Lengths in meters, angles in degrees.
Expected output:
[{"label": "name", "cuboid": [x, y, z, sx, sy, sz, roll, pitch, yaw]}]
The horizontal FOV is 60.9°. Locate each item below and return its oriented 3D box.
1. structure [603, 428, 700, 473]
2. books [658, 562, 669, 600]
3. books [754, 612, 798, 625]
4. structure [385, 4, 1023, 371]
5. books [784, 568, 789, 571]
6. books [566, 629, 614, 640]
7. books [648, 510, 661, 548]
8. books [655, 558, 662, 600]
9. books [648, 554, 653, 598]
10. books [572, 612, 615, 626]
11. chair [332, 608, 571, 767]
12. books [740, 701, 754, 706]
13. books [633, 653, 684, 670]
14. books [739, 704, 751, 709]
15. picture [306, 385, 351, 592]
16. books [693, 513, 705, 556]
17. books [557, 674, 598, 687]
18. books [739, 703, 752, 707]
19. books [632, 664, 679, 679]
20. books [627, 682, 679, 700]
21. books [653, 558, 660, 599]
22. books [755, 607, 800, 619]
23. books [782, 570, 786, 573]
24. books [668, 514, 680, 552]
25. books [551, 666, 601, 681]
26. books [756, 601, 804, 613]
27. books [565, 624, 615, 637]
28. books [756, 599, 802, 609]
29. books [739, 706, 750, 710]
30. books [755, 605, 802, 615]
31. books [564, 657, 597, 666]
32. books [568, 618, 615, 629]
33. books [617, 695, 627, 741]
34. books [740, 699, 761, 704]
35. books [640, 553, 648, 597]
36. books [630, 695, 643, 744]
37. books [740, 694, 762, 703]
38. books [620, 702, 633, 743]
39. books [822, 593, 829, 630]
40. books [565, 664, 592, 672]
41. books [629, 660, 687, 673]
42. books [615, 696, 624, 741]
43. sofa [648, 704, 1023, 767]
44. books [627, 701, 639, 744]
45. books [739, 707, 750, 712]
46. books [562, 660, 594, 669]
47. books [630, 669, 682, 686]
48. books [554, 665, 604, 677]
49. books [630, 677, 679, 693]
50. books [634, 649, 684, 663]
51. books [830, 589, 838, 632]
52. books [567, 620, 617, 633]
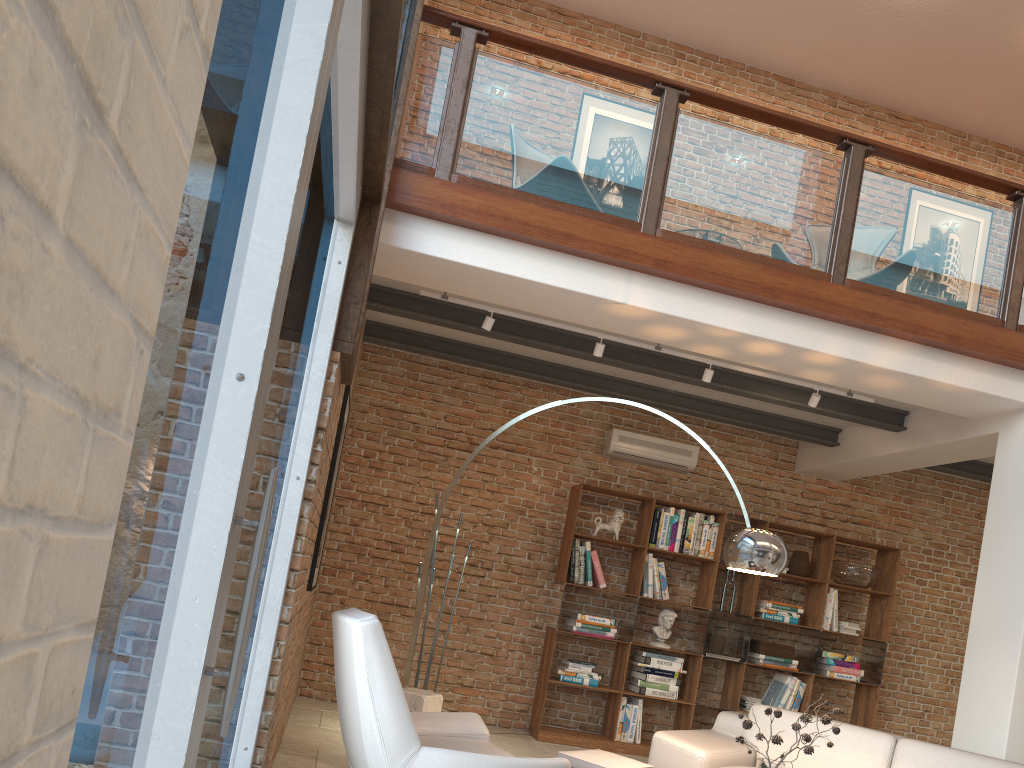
[{"label": "structure", "cuboid": [1.241, 0.597, 7.771, 0.818, 0.215, 0.203, 13, -8, -10]}, {"label": "books", "cuboid": [1.285, 1.724, 7.638, 0.159, 0.322, 0.258, 11, -7, -9]}, {"label": "books", "cuboid": [2.368, 2.105, 7.838, 0.326, 0.054, 0.261, 10, -13, 0]}, {"label": "structure", "cuboid": [4.581, 0.274, 1.451, 10.219, 4.045, 14.120, 12, -12, -9]}, {"label": "books", "cuboid": [2.321, 1.636, 7.791, 0.239, 0.018, 0.173, 14, -14, -17]}, {"label": "books", "cuboid": [0.666, 2.154, 7.513, 0.358, 0.020, 0.277, 12, -13, -10]}, {"label": "books", "cuboid": [1.212, 1.280, 7.647, 0.056, 0.323, 0.258, 11, -7, -9]}, {"label": "books", "cuboid": [1.237, 1.708, 7.644, 0.125, 0.341, 0.276, 11, -7, -9]}, {"label": "books", "cuboid": [1.171, 1.672, 7.613, 0.104, 0.376, 0.247, 11, -6, -9]}, {"label": "books", "cuboid": [0.696, 2.028, 7.525, 0.328, 0.054, 0.260, 12, -13, -7]}, {"label": "chair", "cuboid": [-0.372, 1.557, 3.877, 1.000, 0.977, 1.032, 14, -9, -25]}, {"label": "books", "cuboid": [2.115, 2.857, 7.805, 0.173, 0.018, 0.240, 14, -14, -16]}, {"label": "books", "cuboid": [1.278, 2.432, 7.636, 0.384, 0.063, 0.248, 14, -13, -15]}, {"label": "books", "cuboid": [2.093, 2.876, 7.790, 0.164, 0.017, 0.256, 13, -13, -14]}, {"label": "picture", "cuboid": [-1.109, 0.663, 5.312, 0.028, 1.171, 0.926, 11, -7, -9]}, {"label": "books", "cuboid": [1.612, 1.340, 7.713, 0.037, 0.376, 0.247, 11, -6, -9]}, {"label": "books", "cuboid": [0.564, 2.535, 7.484, 0.326, 0.054, 0.261, 10, -13, 0]}, {"label": "books", "cuboid": [2.108, 2.868, 7.796, 0.157, 0.008, 0.246, 13, -13, -14]}, {"label": "books", "cuboid": [1.246, 2.499, 7.597, 0.330, 0.054, 0.259, 14, -13, -15]}, {"label": "books", "cuboid": [1.229, 2.679, 7.600, 0.384, 0.063, 0.248, 14, -13, -15]}, {"label": "books", "cuboid": [1.218, 1.701, 7.631, 0.125, 0.341, 0.276, 11, -7, -9]}, {"label": "books", "cuboid": [2.355, 2.058, 7.845, 0.382, 0.036, 0.249, 12, -13, -10]}, {"label": "books", "cuboid": [2.323, 1.662, 7.784, 0.207, 0.033, 0.135, 12, -13, -10]}, {"label": "books", "cuboid": [1.378, 1.318, 7.679, 0.056, 0.323, 0.258, 11, -7, -9]}, {"label": "books", "cuboid": [0.550, 2.488, 7.491, 0.382, 0.036, 0.249, 12, -13, -10]}, {"label": "books", "cuboid": [2.384, 2.005, 7.833, 0.384, 0.036, 0.248, 14, -13, -16]}, {"label": "books", "cuboid": [0.663, 2.123, 7.506, 0.383, 0.036, 0.248, 14, -13, -14]}, {"label": "books", "cuboid": [2.384, 1.981, 7.854, 0.358, 0.020, 0.277, 13, -13, -11]}, {"label": "books", "cuboid": [2.103, 2.892, 7.795, 0.157, 0.008, 0.246, 13, -13, -14]}, {"label": "books", "cuboid": [2.377, 2.033, 7.840, 0.384, 0.018, 0.247, 14, -14, -17]}, {"label": "books", "cuboid": [0.586, 2.389, 7.499, 0.254, 0.017, 0.165, 12, -13, -10]}, {"label": "books", "cuboid": [0.681, 2.064, 7.524, 0.358, 0.020, 0.277, 13, -13, -11]}, {"label": "books", "cuboid": [0.915, 2.885, 7.561, 0.037, 0.376, 0.247, 11, -6, -9]}, {"label": "books", "cuboid": [2.101, 2.834, 7.792, 0.163, 0.017, 0.257, 12, -13, -9]}, {"label": "books", "cuboid": [1.130, 1.667, 7.629, 0.102, 0.376, 0.247, 11, -6, -9]}, {"label": "books", "cuboid": [1.074, 2.920, 7.599, 0.080, 0.377, 0.247, 11, -6, -9]}, {"label": "books", "cuboid": [2.117, 2.813, 7.800, 0.134, 0.033, 0.209, 13, -13, -14]}, {"label": "books", "cuboid": [0.957, 2.919, 7.560, 0.058, 0.323, 0.258, 11, -7, -9]}, {"label": "books", "cuboid": [2.766, 2.056, 7.916, 0.056, 0.323, 0.258, 11, -7, -9]}, {"label": "books", "cuboid": [0.571, 2.442, 7.509, 0.207, 0.033, 0.135, 12, -13, -10]}, {"label": "books", "cuboid": [1.266, 2.468, 7.614, 0.447, 0.020, 0.277, 12, -13, -10]}, {"label": "books", "cuboid": [0.883, 2.874, 7.538, 0.037, 0.376, 0.247, 11, -6, -9]}, {"label": "sofa", "cuboid": [2.023, 2.338, 4.850, 2.316, 0.739, 1.178, 0, -14, 40]}, {"label": "books", "cuboid": [1.013, 2.929, 7.564, 0.056, 0.323, 0.258, 11, -7, -9]}, {"label": "books", "cuboid": [2.106, 2.908, 7.802, 0.173, 0.018, 0.239, 15, -14, -21]}, {"label": "books", "cuboid": [0.568, 2.416, 7.516, 0.239, 0.018, 0.173, 14, -14, -17]}, {"label": "books", "cuboid": [1.259, 2.566, 7.611, 0.386, 0.063, 0.246, 16, -14, -23]}, {"label": "books", "cuboid": [0.572, 2.463, 7.485, 0.384, 0.018, 0.247, 14, -14, -17]}, {"label": "books", "cuboid": [1.235, 2.624, 7.621, 0.364, 0.054, 0.288, 12, -13, -7]}, {"label": "books", "cuboid": [1.284, 2.380, 7.633, 0.382, 0.036, 0.249, 12, -13, -10]}, {"label": "books", "cuboid": [2.893, 2.062, 7.963, 0.102, 0.376, 0.247, 11, -6, -9]}, {"label": "books", "cuboid": [0.682, 2.088, 7.503, 0.384, 0.036, 0.248, 14, -13, -16]}]
